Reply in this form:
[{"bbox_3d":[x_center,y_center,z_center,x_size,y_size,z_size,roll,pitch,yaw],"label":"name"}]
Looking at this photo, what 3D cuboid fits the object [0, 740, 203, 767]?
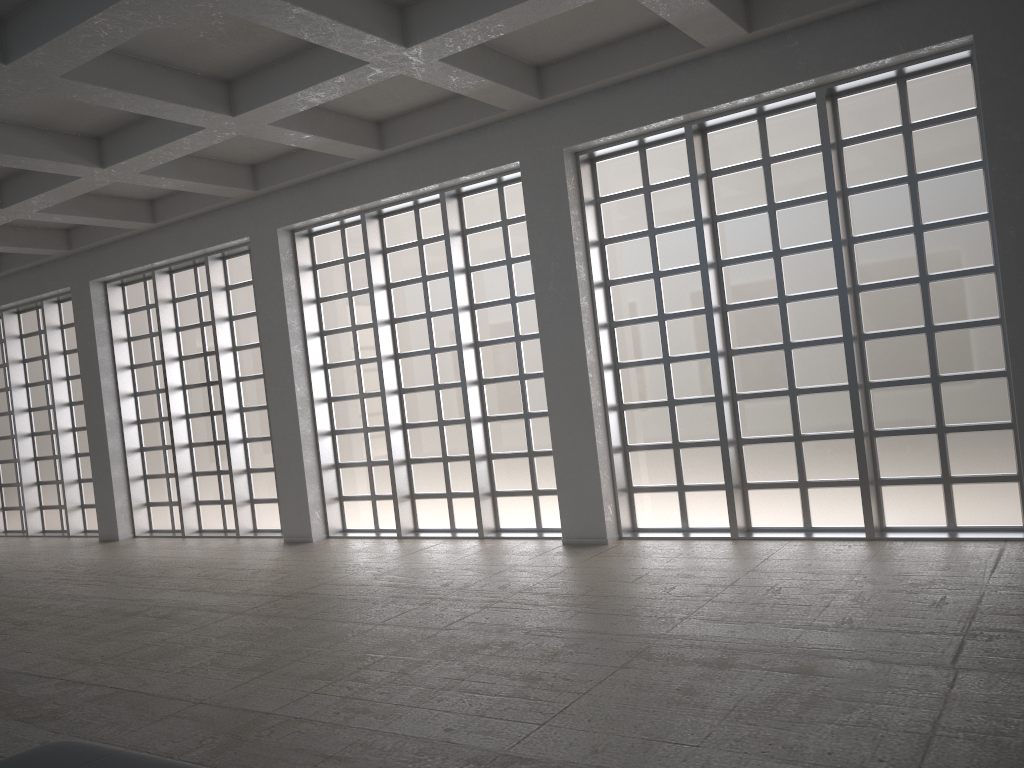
[{"bbox_3d":[-2.960,3.277,6.216,3.044,0.828,1.616,-6,0,34],"label":"object"}]
